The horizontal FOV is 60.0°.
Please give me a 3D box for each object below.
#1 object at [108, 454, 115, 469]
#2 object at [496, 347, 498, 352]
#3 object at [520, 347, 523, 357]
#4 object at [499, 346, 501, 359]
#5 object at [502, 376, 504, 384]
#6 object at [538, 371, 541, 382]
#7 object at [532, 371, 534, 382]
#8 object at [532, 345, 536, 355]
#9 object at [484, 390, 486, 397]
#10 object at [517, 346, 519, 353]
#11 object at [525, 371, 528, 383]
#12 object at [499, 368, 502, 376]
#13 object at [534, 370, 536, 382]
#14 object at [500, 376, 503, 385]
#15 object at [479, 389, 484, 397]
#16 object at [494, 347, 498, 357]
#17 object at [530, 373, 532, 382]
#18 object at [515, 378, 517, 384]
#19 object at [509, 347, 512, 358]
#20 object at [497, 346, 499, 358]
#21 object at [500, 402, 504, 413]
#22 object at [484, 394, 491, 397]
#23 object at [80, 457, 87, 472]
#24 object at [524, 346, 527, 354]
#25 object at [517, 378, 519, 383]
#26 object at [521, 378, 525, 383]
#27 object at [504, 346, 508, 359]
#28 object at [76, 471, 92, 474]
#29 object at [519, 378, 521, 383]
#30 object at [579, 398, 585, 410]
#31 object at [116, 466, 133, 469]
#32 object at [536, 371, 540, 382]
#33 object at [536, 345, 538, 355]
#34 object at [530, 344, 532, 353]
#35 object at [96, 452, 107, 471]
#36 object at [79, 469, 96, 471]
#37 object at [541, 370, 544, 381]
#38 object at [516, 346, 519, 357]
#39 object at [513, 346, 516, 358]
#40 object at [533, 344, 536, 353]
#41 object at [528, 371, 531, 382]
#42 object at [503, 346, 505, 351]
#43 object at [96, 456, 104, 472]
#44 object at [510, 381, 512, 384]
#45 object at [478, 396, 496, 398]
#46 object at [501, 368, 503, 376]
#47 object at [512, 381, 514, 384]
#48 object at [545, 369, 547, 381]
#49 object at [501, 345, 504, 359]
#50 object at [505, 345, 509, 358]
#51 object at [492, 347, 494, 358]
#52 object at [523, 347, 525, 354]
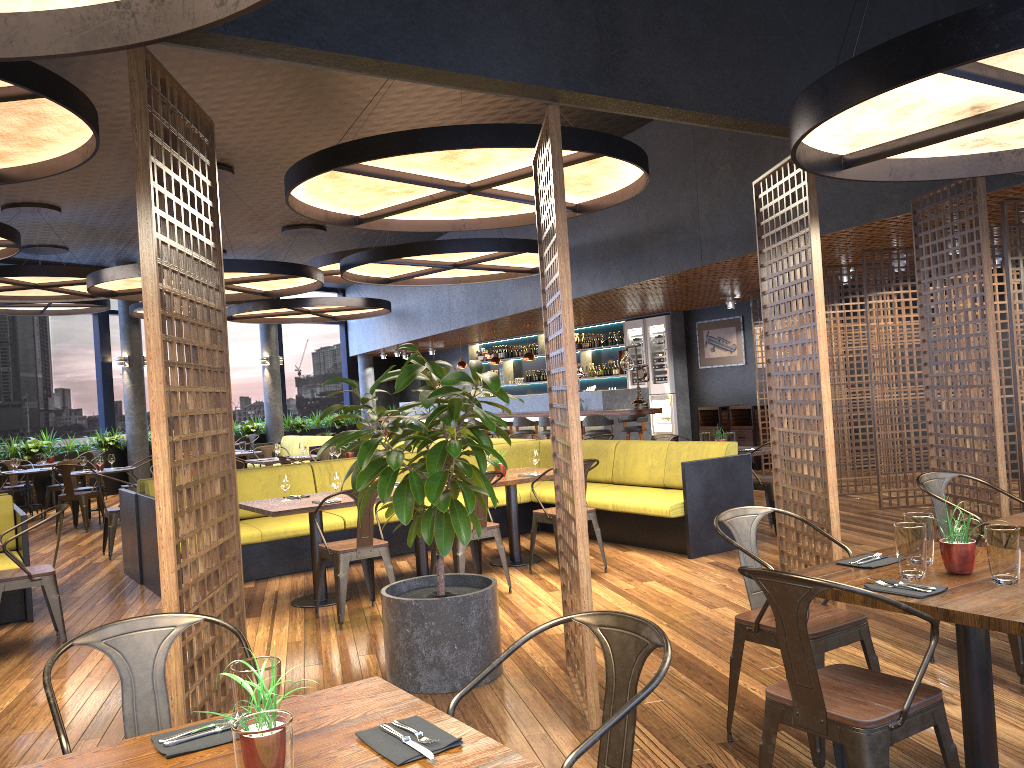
[{"bbox_3d":[-5.691,1.105,12.606,0.097,0.206,0.097,-4,-1,28],"label":"object"},{"bbox_3d":[-0.349,-0.711,20.617,0.085,0.310,0.086,-4,-1,8],"label":"object"},{"bbox_3d":[0.203,-0.709,19.586,0.068,0.217,0.068,-3,-1,-43],"label":"object"},{"bbox_3d":[-0.265,-0.719,20.319,0.085,0.310,0.086,-4,-1,-14],"label":"object"},{"bbox_3d":[-0.163,-0.087,20.275,0.080,0.192,0.098,-3,-1,-33],"label":"object"},{"bbox_3d":[0.595,-0.161,19.305,0.088,0.224,0.088,-4,-1,21],"label":"object"},{"bbox_3d":[0.468,-0.166,19.473,0.063,0.254,0.063,-4,-1,14],"label":"object"},{"bbox_3d":[0.470,-0.731,19.177,0.068,0.217,0.068,-4,-1,42],"label":"object"},{"bbox_3d":[-0.497,0.159,17.495,0.105,0.209,0.105,-4,-1,2],"label":"object"},{"bbox_3d":[0.121,-0.719,19.919,0.063,0.254,0.063,-4,-1,29],"label":"object"},{"bbox_3d":[0.324,-0.157,19.514,0.063,0.254,0.063,-4,-1,29],"label":"object"},{"bbox_3d":[-0.230,-0.274,20.362,0.080,0.192,0.098,-3,-1,-33],"label":"object"},{"bbox_3d":[0.502,-0.170,19.347,0.063,0.254,0.063,-4,-1,-6],"label":"object"},{"bbox_3d":[-0.218,-0.082,20.359,0.080,0.192,0.098,-3,-1,-33],"label":"object"},{"bbox_3d":[-0.604,0.167,17.569,0.105,0.209,0.105,-4,-1,2],"label":"object"},{"bbox_3d":[-0.379,-0.710,20.486,0.085,0.310,0.086,-4,-1,-6],"label":"object"},{"bbox_3d":[0.400,-0.161,19.577,0.063,0.254,0.063,-3,-1,-41],"label":"object"},{"bbox_3d":[0.100,-0.071,19.934,0.084,0.119,0.084,-4,-1,12],"label":"object"},{"bbox_3d":[-0.028,-0.709,19.944,0.063,0.254,0.063,-4,-1,39],"label":"object"},{"bbox_3d":[-0.298,-0.715,20.534,0.085,0.310,0.086,-4,-1,-22],"label":"object"},{"bbox_3d":[-0.185,0.434,16.577,0.069,0.203,0.114,-3,-1,-44],"label":"object"},{"bbox_3d":[-0.696,0.491,20.902,0.550,0.569,0.355,-3,-1,-33],"label":"object"},{"bbox_3d":[-6.007,1.124,12.433,0.097,0.206,0.097,-4,-1,8],"label":"object"},{"bbox_3d":[0.304,-0.720,19.482,0.088,0.224,0.088,-3,-1,-39],"label":"object"},{"bbox_3d":[0.146,-0.075,19.863,0.084,0.119,0.084,-4,-1,12],"label":"object"},{"bbox_3d":[0.241,-0.083,19.718,0.084,0.119,0.084,-4,-1,12],"label":"object"},{"bbox_3d":[-0.141,-0.711,20.137,0.083,0.301,0.083,-4,-1,-26],"label":"object"},{"bbox_3d":[-5.797,1.201,12.077,0.157,0.019,0.255,-4,-1,9],"label":"object"},{"bbox_3d":[0.193,-0.079,19.791,0.084,0.119,0.084,-4,-1,12],"label":"object"},{"bbox_3d":[1.138,0.328,14.567,0.114,0.203,0.069,-4,-1,1],"label":"object"},{"bbox_3d":[-5.516,1.187,12.563,0.255,0.019,0.157,-3,-1,-35],"label":"object"},{"bbox_3d":[0.558,-0.160,19.197,0.088,0.224,0.088,-4,-1,-19],"label":"object"},{"bbox_3d":[0.552,-0.736,19.222,0.068,0.217,0.068,-4,-1,-28],"label":"object"},{"bbox_3d":[0.406,-0.743,19.333,0.063,0.254,0.063,-4,-1,14],"label":"object"},{"bbox_3d":[-5.766,1.073,12.416,0.260,0.271,0.238,-4,-1,6],"label":"object"},{"bbox_3d":[-6.019,1.221,12.605,0.255,0.019,0.157,-4,-1,35],"label":"object"},{"bbox_3d":[0.657,-0.183,19.052,0.063,0.254,0.063,-4,-1,-16],"label":"object"},{"bbox_3d":[0.111,-0.720,19.750,0.063,0.254,0.063,-4,-1,-16],"label":"object"},{"bbox_3d":[0.059,-0.716,19.863,0.063,0.254,0.063,-4,-1,29],"label":"object"},{"bbox_3d":[0.487,-0.748,19.371,0.063,0.254,0.063,-4,-1,-6],"label":"object"},{"bbox_3d":[0.379,-0.161,19.429,0.063,0.254,0.063,-4,-1,44],"label":"object"},{"bbox_3d":[-0.181,-0.724,20.364,0.085,0.310,0.086,-4,-1,-6],"label":"object"},{"bbox_3d":[-5.655,1.099,12.169,0.097,0.206,0.097,-4,-1,-27],"label":"object"},{"bbox_3d":[-0.030,-0.032,20.034,0.042,0.059,0.042,-4,-1,19],"label":"object"},{"bbox_3d":[-0.466,0.253,17.506,0.273,0.019,0.437,-3,-1,-33],"label":"object"},{"bbox_3d":[-0.176,-0.279,20.277,0.080,0.192,0.098,-3,-1,-33],"label":"object"},{"bbox_3d":[0.014,-0.035,20.035,0.042,0.059,0.042,-4,-1,19],"label":"object"},{"bbox_3d":[0.725,-0.189,18.934,0.063,0.254,0.063,-4,-1,9],"label":"object"},{"bbox_3d":[-0.210,-0.724,20.231,0.085,0.310,0.086,-4,-1,0],"label":"object"},{"bbox_3d":[-0.131,-0.729,20.284,0.085,0.310,0.086,-4,-1,8],"label":"object"},{"bbox_3d":[-0.428,-0.706,20.564,0.085,0.310,0.086,-4,-1,0],"label":"object"},{"bbox_3d":[0.285,-0.714,19.630,0.068,0.217,0.068,-4,-1,-13],"label":"object"}]
